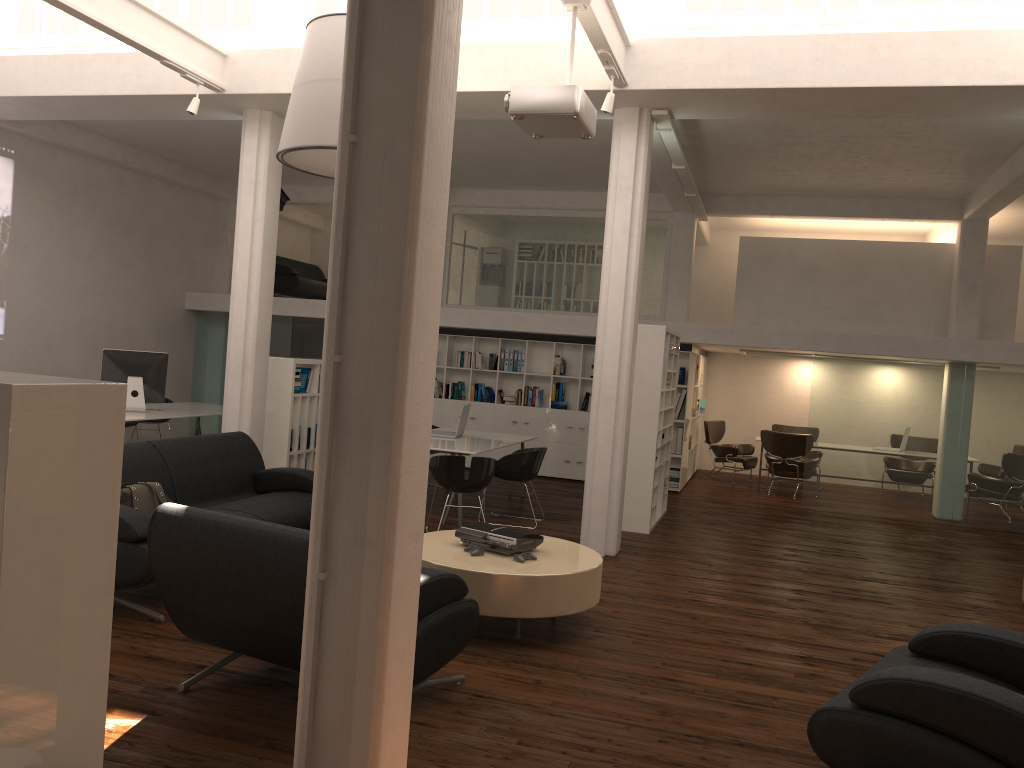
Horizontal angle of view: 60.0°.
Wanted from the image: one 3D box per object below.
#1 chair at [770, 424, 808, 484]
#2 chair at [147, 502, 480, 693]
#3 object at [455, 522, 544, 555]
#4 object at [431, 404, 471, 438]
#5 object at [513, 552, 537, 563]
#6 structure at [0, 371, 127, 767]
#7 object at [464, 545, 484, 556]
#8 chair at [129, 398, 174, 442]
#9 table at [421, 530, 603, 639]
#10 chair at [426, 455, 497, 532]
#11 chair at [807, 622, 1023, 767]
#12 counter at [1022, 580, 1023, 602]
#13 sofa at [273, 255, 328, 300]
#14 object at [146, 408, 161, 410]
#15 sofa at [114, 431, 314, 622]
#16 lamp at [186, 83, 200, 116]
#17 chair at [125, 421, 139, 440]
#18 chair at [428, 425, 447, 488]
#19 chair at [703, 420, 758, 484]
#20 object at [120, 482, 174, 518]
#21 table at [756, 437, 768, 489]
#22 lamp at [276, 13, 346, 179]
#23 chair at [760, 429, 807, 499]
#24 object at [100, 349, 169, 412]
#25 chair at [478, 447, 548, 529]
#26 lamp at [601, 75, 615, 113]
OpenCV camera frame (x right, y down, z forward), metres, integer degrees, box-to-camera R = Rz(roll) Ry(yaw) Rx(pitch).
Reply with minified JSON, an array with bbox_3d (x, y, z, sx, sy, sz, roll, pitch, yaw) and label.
[{"bbox_3d":[5.836,1.468,18.253,0.994,1.183,0.991,5,2,11],"label":"chair"},{"bbox_3d":[-1.161,1.318,5.423,1.454,1.130,1.481,5,2,27],"label":"chair"},{"bbox_3d":[-0.104,1.260,7.260,0.558,0.163,0.471,6,2,36],"label":"object"},{"bbox_3d":[-0.937,0.512,12.858,0.557,0.470,0.702,5,2,6],"label":"object"},{"bbox_3d":[0.057,1.314,6.920,0.231,0.099,0.193,6,2,39],"label":"object"},{"bbox_3d":[-3.700,0.836,1.571,3.131,1.914,4.752,5,2,16],"label":"structure"},{"bbox_3d":[-0.296,1.304,6.987,0.119,0.062,0.193,4,2,-23],"label":"object"},{"bbox_3d":[-6.268,0.720,15.309,0.795,1.004,0.757,4,2,-29],"label":"chair"},{"bbox_3d":[-0.093,1.632,7.225,1.616,0.570,1.616,5,2,9],"label":"table"},{"bbox_3d":[-0.579,1.292,10.302,0.795,1.004,0.757,4,2,-9],"label":"chair"},{"bbox_3d":[2.454,1.622,4.418,1.481,1.130,1.454,6,2,37],"label":"chair"},{"bbox_3d":[4.718,1.724,5.814,0.689,1.141,6.858,5,2,16],"label":"counter"},{"bbox_3d":[-4.791,-2.348,20.476,1.467,1.119,3.087,5,2,16],"label":"sofa"},{"bbox_3d":[-5.691,0.361,13.308,0.804,0.032,0.217,4,2,-29],"label":"object"},{"bbox_3d":[-2.819,1.126,7.994,1.467,1.119,3.087,5,2,16],"label":"sofa"},{"bbox_3d":[-3.609,-3.229,10.043,0.136,0.357,0.117,5,2,10],"label":"lamp"},{"bbox_3d":[-6.386,0.747,13.993,0.757,1.004,0.795,5,2,16],"label":"chair"},{"bbox_3d":[-1.457,1.123,14.011,0.795,1.004,0.757,3,2,-39],"label":"chair"},{"bbox_3d":[4.417,1.365,18.057,0.991,1.183,0.994,6,2,36],"label":"chair"},{"bbox_3d":[-3.088,0.993,7.473,0.331,0.352,0.586,5,2,31],"label":"object"},{"bbox_3d":[6.634,1.693,16.915,3.900,0.947,1.040,5,2,16],"label":"table"},{"bbox_3d":[-1.128,-3.968,7.473,1.386,4.284,1.386,5,2,30],"label":"lamp"},{"bbox_3d":[5.150,1.465,16.457,0.994,1.183,0.991,5,2,31],"label":"chair"},{"bbox_3d":[-5.504,-0.042,12.917,0.886,0.888,0.347,4,2,-29],"label":"object"},{"bbox_3d":[0.043,1.305,11.573,0.757,1.004,0.795,5,2,11],"label":"chair"},{"bbox_3d":[0.952,-2.844,8.734,0.136,0.357,0.117,5,2,22],"label":"lamp"}]
